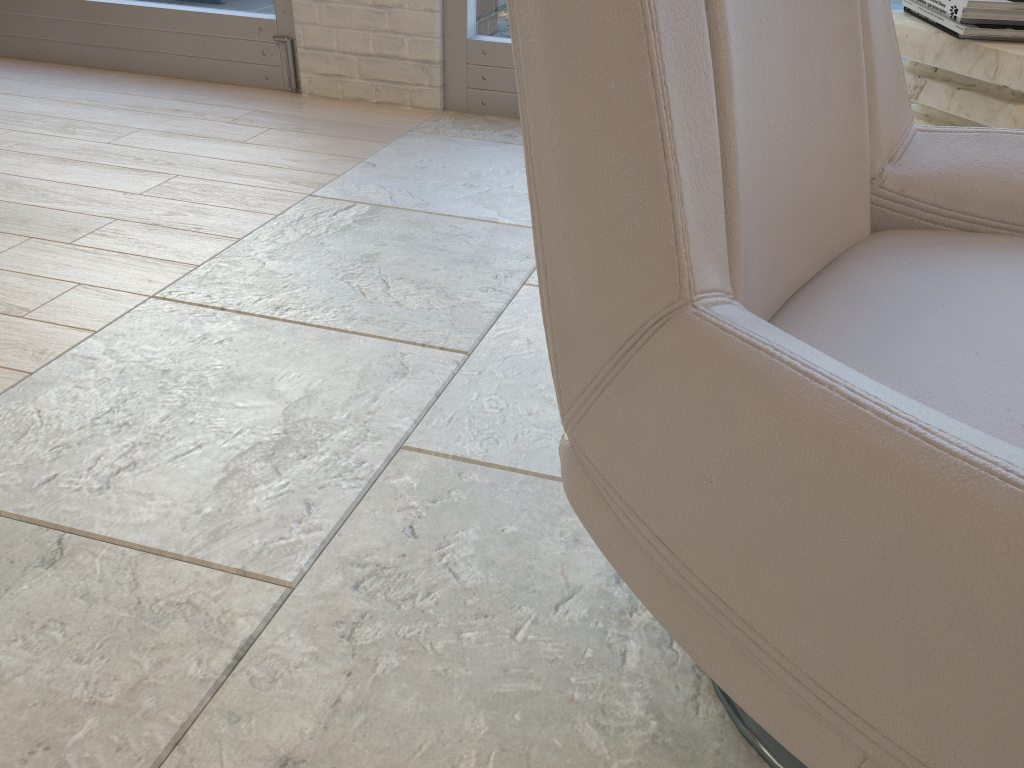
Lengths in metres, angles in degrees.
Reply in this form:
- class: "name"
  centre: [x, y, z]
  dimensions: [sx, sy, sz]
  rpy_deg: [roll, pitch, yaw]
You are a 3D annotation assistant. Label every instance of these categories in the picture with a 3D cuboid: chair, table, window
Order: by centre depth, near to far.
- class: "chair"
  centre: [0.448, -0.127, 0.808]
  dimensions: [0.946, 1.102, 0.968]
  rpy_deg: [22, 39, 26]
- class: "window"
  centre: [-0.696, -4.019, 1.391]
  dimensions: [12.244, 6.964, 0.596]
  rpy_deg: [11, 36, 12]
- class: "table"
  centre: [1.051, -0.508, 1.949]
  dimensions: [0.489, 0.547, 0.459]
  rpy_deg: [-12, 37, -20]

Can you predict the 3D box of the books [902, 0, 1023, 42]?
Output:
- class: "books"
  centre: [1.117, -0.755, 1.753]
  dimensions: [0.568, 0.087, 0.356]
  rpy_deg: [3, 33, 0]
